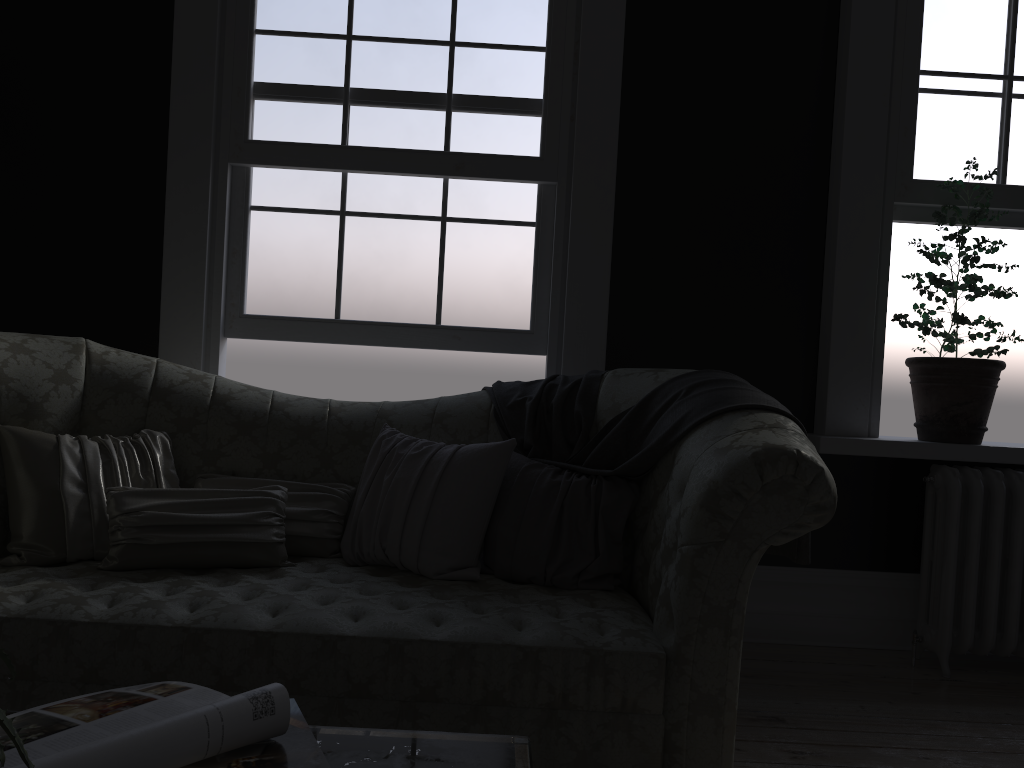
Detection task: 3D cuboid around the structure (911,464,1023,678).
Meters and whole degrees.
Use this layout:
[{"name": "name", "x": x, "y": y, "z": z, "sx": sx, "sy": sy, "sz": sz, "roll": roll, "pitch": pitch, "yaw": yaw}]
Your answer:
[{"name": "structure", "x": 2.204, "y": 0.776, "z": 3.591, "sx": 1.141, "sy": 0.849, "sz": 0.276, "roll": 3, "pitch": 1, "yaw": -1}]

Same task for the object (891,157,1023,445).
[{"name": "object", "x": 1.826, "y": -0.325, "z": 3.624, "sx": 0.474, "sy": 1.134, "sz": 0.505, "roll": 4, "pitch": 1, "yaw": 39}]

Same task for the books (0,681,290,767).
[{"name": "books", "x": -0.450, "y": 0.383, "z": 0.939, "sx": 0.273, "sy": 0.109, "sz": 0.322, "roll": 3, "pitch": 0, "yaw": 34}]

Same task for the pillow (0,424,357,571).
[{"name": "pillow", "x": -1.079, "y": 0.352, "z": 2.806, "sx": 1.105, "sy": 0.416, "sz": 0.529, "roll": 3, "pitch": 1, "yaw": -1}]

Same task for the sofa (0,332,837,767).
[{"name": "sofa", "x": -0.604, "y": 0.466, "z": 2.886, "sx": 2.813, "sy": 1.161, "sz": 1.605, "roll": 3, "pitch": 1, "yaw": 0}]

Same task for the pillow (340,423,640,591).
[{"name": "pillow", "x": -0.080, "y": 0.386, "z": 2.843, "sx": 0.964, "sy": 0.462, "sz": 0.405, "roll": 3, "pitch": 1, "yaw": 7}]

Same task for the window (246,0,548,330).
[{"name": "window", "x": -0.482, "y": -1.069, "z": 3.722, "sx": 1.263, "sy": 1.672, "sz": 0.056, "roll": 3, "pitch": 1, "yaw": -1}]

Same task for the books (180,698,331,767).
[{"name": "books", "x": -0.371, "y": 0.400, "z": 0.949, "sx": 0.318, "sy": 0.011, "sz": 0.252, "roll": 3, "pitch": 0, "yaw": -24}]

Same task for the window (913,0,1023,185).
[{"name": "window", "x": 2.305, "y": -1.242, "z": 3.758, "sx": 1.263, "sy": 1.017, "sz": 0.056, "roll": 3, "pitch": 1, "yaw": -1}]

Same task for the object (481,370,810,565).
[{"name": "object", "x": 0.371, "y": 0.232, "z": 2.996, "sx": 0.517, "sy": 0.585, "sz": 1.366, "roll": 2, "pitch": 1, "yaw": -42}]

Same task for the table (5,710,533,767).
[{"name": "table", "x": -0.705, "y": 0.735, "z": 0.699, "sx": 1.449, "sy": 0.558, "sz": 1.092, "roll": 3, "pitch": 0, "yaw": -1}]
